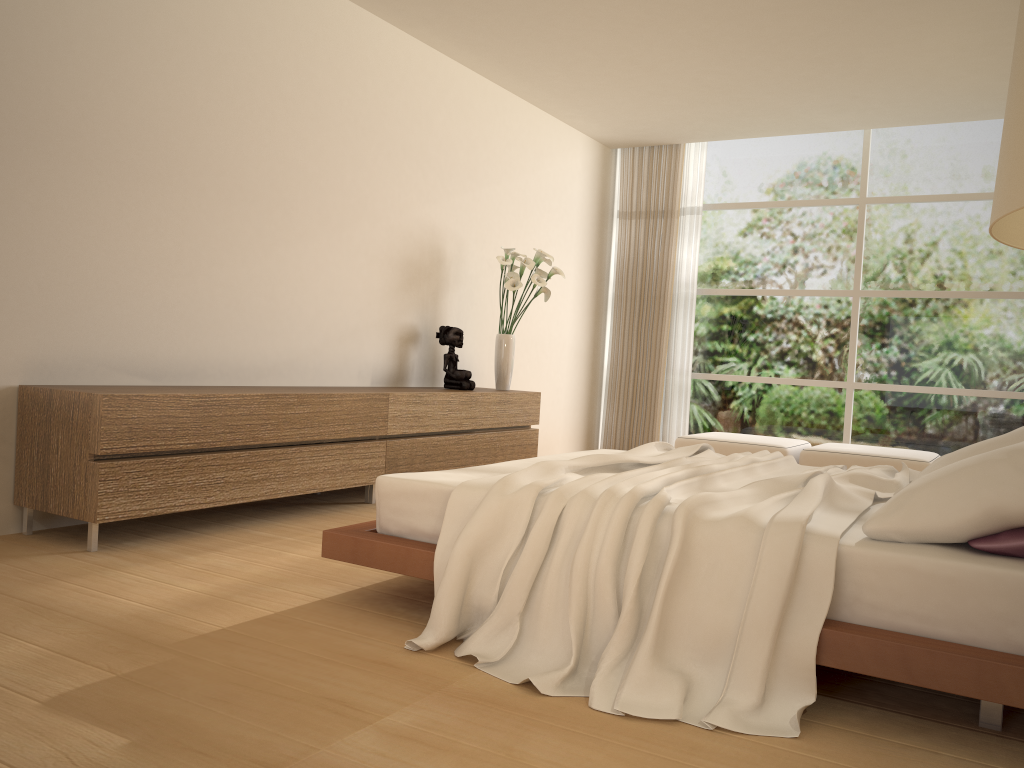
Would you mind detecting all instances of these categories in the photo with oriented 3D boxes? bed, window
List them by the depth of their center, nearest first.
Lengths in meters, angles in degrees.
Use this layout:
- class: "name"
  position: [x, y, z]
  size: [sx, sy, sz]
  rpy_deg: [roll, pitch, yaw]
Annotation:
- class: "bed"
  position: [0.932, 0.576, 3.376]
  size: [2.535, 0.570, 2.599]
  rpy_deg: [4, 2, 30]
- class: "window"
  position: [3.161, -0.829, 8.134]
  size: [4.781, 3.371, 0.071]
  rpy_deg: [4, 2, 30]

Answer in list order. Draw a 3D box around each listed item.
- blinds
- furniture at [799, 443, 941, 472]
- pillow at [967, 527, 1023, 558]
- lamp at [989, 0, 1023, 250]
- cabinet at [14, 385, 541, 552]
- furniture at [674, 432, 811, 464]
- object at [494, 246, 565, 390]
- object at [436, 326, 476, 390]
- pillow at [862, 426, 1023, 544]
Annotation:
- class: "blinds"
  position: [1.394, -0.942, 8.879]
  size: [0.950, 3.352, 0.211]
  rpy_deg: [4, 2, 29]
- class: "furniture"
  position: [2.899, 0.696, 7.155]
  size: [0.965, 0.346, 0.964]
  rpy_deg: [4, 2, 30]
- class: "pillow"
  position: [1.862, 0.303, 2.885]
  size: [0.575, 0.369, 1.683]
  rpy_deg: [4, 2, 30]
- class: "lamp"
  position: [0.685, -1.315, 0.638]
  size: [0.451, 2.399, 0.451]
  rpy_deg: [4, 2, 29]
- class: "cabinet"
  position: [-0.990, 0.364, 5.354]
  size: [0.588, 0.662, 3.713]
  rpy_deg: [4, 2, 30]
- class: "furniture"
  position: [2.008, 0.631, 7.680]
  size: [0.965, 0.346, 0.964]
  rpy_deg: [4, 2, 30]
- class: "object"
  position: [0.085, -0.487, 6.637]
  size: [0.515, 1.085, 0.608]
  rpy_deg: [3, 2, -12]
- class: "object"
  position: [-0.394, -0.188, 6.344]
  size: [0.282, 0.453, 0.181]
  rpy_deg: [4, 2, 30]
- class: "pillow"
  position: [1.626, 0.300, 3.016]
  size: [0.561, 0.339, 1.720]
  rpy_deg: [4, 2, 30]
